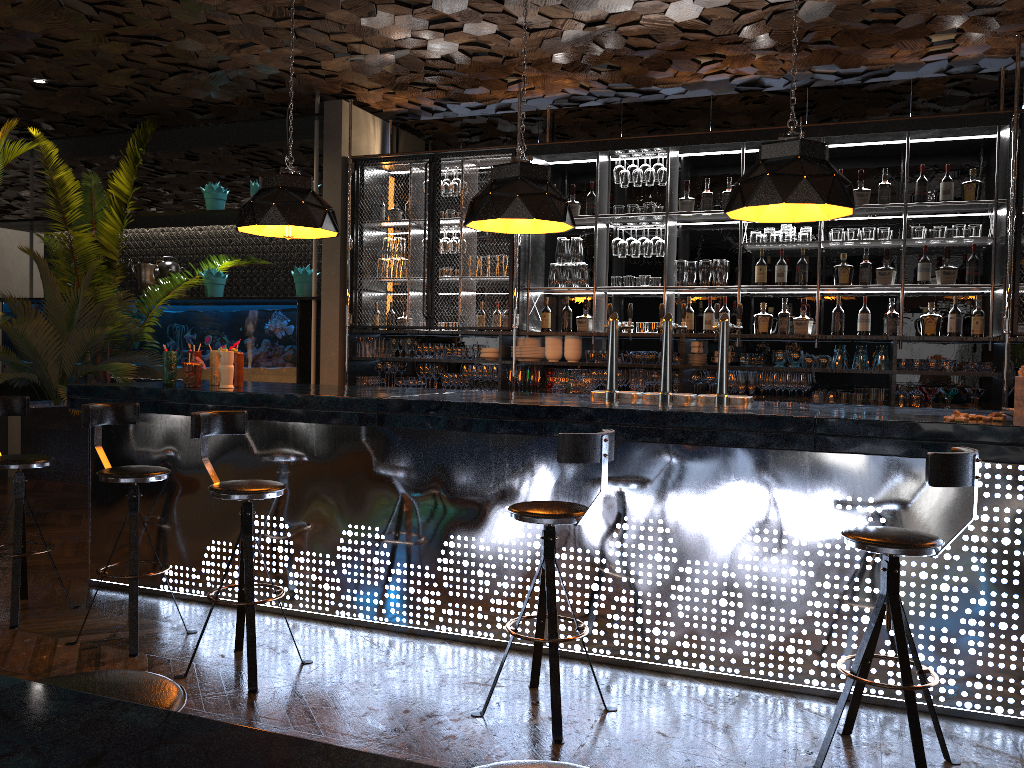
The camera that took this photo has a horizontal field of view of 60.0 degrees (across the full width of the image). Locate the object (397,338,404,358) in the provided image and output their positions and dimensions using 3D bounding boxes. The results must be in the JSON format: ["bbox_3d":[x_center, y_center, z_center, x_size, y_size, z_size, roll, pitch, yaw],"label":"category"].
[{"bbox_3d":[-0.978,-0.314,7.782,0.087,0.170,0.087,1,2,-18],"label":"object"}]

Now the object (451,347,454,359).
[{"bbox_3d":[-0.526,-0.262,7.577,0.078,0.103,0.078,0,2,-26],"label":"object"}]

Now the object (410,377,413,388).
[{"bbox_3d":[-0.893,-0.011,7.866,0.093,0.101,0.093,2,2,8],"label":"object"}]

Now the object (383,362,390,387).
[{"bbox_3d":[-1.117,-0.078,7.848,0.091,0.227,0.091,0,2,-29],"label":"object"}]

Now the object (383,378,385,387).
[{"bbox_3d":[-1.158,-0.010,8.054,0.034,0.080,0.034,2,2,31],"label":"object"}]

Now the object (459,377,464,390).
[{"bbox_3d":[-0.436,-0.015,7.624,0.065,0.146,0.074,3,3,44],"label":"object"}]

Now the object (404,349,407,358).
[{"bbox_3d":[-0.935,-0.316,7.892,0.087,0.170,0.087,1,2,-18],"label":"object"}]

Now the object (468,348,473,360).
[{"bbox_3d":[-0.374,-0.262,7.707,0.078,0.099,0.078,1,2,-12],"label":"object"}]

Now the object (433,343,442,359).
[{"bbox_3d":[-0.636,-0.278,7.528,0.074,0.131,0.074,3,2,34],"label":"object"}]

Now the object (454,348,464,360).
[{"bbox_3d":[-0.445,-0.254,7.447,0.078,0.099,0.078,1,2,-12],"label":"object"}]

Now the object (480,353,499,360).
[{"bbox_3d":[-0.161,-0.229,7.414,0.211,0.060,0.209,1,2,-19],"label":"object"}]

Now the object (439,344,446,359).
[{"bbox_3d":[-0.601,-0.280,7.608,0.074,0.131,0.074,3,2,34],"label":"object"}]

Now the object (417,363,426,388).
[{"bbox_3d":[-0.775,-0.063,7.578,0.088,0.229,0.077,3,2,35],"label":"object"}]

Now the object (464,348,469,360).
[{"bbox_3d":[-0.408,-0.260,7.630,0.078,0.099,0.078,1,2,-12],"label":"object"}]

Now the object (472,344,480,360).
[{"bbox_3d":[-0.305,-0.269,7.491,0.074,0.131,0.074,3,2,34],"label":"object"}]

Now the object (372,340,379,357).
[{"bbox_3d":[-1.198,-0.310,7.755,0.051,0.152,0.058,2,2,26],"label":"object"}]

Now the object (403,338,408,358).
[{"bbox_3d":[-0.908,-0.310,7.714,0.087,0.170,0.087,1,2,-18],"label":"object"}]

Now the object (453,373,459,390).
[{"bbox_3d":[-0.493,-0.020,7.743,0.074,0.146,0.065,0,2,-39],"label":"object"}]

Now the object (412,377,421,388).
[{"bbox_3d":[-0.836,-0.006,7.733,0.093,0.101,0.093,3,3,42],"label":"object"}]

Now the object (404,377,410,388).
[{"bbox_3d":[-0.932,-0.009,7.769,0.093,0.101,0.093,1,2,-18],"label":"object"}]

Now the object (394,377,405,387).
[{"bbox_3d":[-0.971,-0.007,7.671,0.093,0.101,0.093,1,2,-11],"label":"object"}]

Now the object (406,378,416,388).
[{"bbox_3d":[-0.869,-0.003,7.632,0.093,0.101,0.093,1,2,-16],"label":"object"}]

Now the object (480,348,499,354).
[{"bbox_3d":[-0.159,-0.270,7.412,0.209,0.060,0.211,0,2,-24],"label":"object"}]

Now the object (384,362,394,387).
[{"bbox_3d":[-1.072,-0.073,7.712,0.091,0.227,0.091,3,3,44],"label":"object"}]

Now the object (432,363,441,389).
[{"bbox_3d":[-0.648,-0.061,7.622,0.088,0.229,0.077,2,2,21],"label":"object"}]

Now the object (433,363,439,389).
[{"bbox_3d":[-0.679,-0.069,7.826,0.077,0.229,0.088,1,2,-4],"label":"object"}]

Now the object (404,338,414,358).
[{"bbox_3d":[-0.884,-0.306,7.607,0.087,0.170,0.087,1,2,-18],"label":"object"}]

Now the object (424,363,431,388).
[{"bbox_3d":[-0.740,-0.065,7.663,0.088,0.229,0.077,1,2,-19],"label":"object"}]

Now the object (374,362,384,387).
[{"bbox_3d":[-1.159,-0.076,7.748,0.091,0.227,0.091,1,2,-16],"label":"object"}]

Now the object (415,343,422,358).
[{"bbox_3d":[-0.798,-0.287,7.659,0.081,0.132,0.081,1,2,-7],"label":"object"}]

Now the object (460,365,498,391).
[{"bbox_3d":[-0.246,-0.046,7.479,0.376,0.227,0.186,2,2,20],"label":"object"}]

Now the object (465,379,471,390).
[{"bbox_3d":[-0.395,-0.017,7.718,0.074,0.146,0.065,3,3,44],"label":"object"}]

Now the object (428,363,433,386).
[{"bbox_3d":[-0.714,-0.067,7.740,0.077,0.229,0.088,3,2,37],"label":"object"}]

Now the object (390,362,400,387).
[{"bbox_3d":[-1.032,-0.075,7.807,0.091,0.227,0.091,1,2,-16],"label":"object"}]

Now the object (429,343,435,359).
[{"bbox_3d":[-0.699,-0.286,7.694,0.081,0.132,0.081,1,2,-7],"label":"object"}]

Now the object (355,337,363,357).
[{"bbox_3d":[-1.346,-0.326,7.820,0.067,0.174,0.067,2,2,29],"label":"object"}]

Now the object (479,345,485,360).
[{"bbox_3d":[-0.267,-0.274,7.667,0.074,0.131,0.074,3,2,34],"label":"object"}]

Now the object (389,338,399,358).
[{"bbox_3d":[-1.021,-0.311,7.672,0.087,0.170,0.087,1,2,-18],"label":"object"}]

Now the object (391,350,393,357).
[{"bbox_3d":[-1.091,-0.317,8.031,0.051,0.152,0.058,1,2,-18],"label":"object"}]

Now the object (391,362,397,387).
[{"bbox_3d":[-1.075,-0.082,7.975,0.091,0.227,0.091,2,2,25],"label":"object"}]

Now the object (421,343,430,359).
[{"bbox_3d":[-0.740,-0.283,7.581,0.081,0.132,0.081,1,2,-7],"label":"object"}]

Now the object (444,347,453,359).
[{"bbox_3d":[-0.535,-0.260,7.490,0.078,0.103,0.078,0,2,-26],"label":"object"}]

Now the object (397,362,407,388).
[{"bbox_3d":[-0.986,-0.078,7.915,0.091,0.227,0.091,1,2,-16],"label":"object"}]

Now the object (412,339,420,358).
[{"bbox_3d":[-0.856,-0.313,7.849,0.087,0.170,0.087,1,2,-18],"label":"object"}]

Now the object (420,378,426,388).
[{"bbox_3d":[-0.795,-0.008,7.825,0.093,0.101,0.093,3,2,36],"label":"object"}]

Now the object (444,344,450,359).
[{"bbox_3d":[-0.570,-0.282,7.689,0.074,0.131,0.074,3,2,34],"label":"object"}]

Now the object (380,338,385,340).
[{"bbox_3d":[-1.184,-0.330,8.042,0.067,0.174,0.067,0,2,-29],"label":"object"}]

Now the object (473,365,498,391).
[{"bbox_3d":[-0.174,-0.050,7.662,0.376,0.227,0.186,2,2,20],"label":"object"}]

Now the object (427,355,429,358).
[{"bbox_3d":[-0.745,-0.290,7.796,0.081,0.132,0.081,1,2,-7],"label":"object"}]

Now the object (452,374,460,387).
[{"bbox_3d":[-0.474,-0.013,7.524,0.074,0.146,0.065,2,2,16],"label":"object"}]

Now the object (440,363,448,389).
[{"bbox_3d":[-0.600,-0.064,7.736,0.088,0.229,0.077,2,2,23],"label":"object"}]

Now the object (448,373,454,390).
[{"bbox_3d":[-0.529,-0.018,7.652,0.065,0.146,0.074,3,2,34],"label":"object"}]

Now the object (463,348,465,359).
[{"bbox_3d":[-0.443,-0.258,7.544,0.078,0.099,0.078,1,2,-12],"label":"object"}]

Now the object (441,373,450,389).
[{"bbox_3d":[-0.565,-0.016,7.555,0.074,0.146,0.065,1,2,-2],"label":"object"}]

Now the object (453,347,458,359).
[{"bbox_3d":[-0.495,-0.265,7.663,0.078,0.103,0.078,0,2,-26],"label":"object"}]
